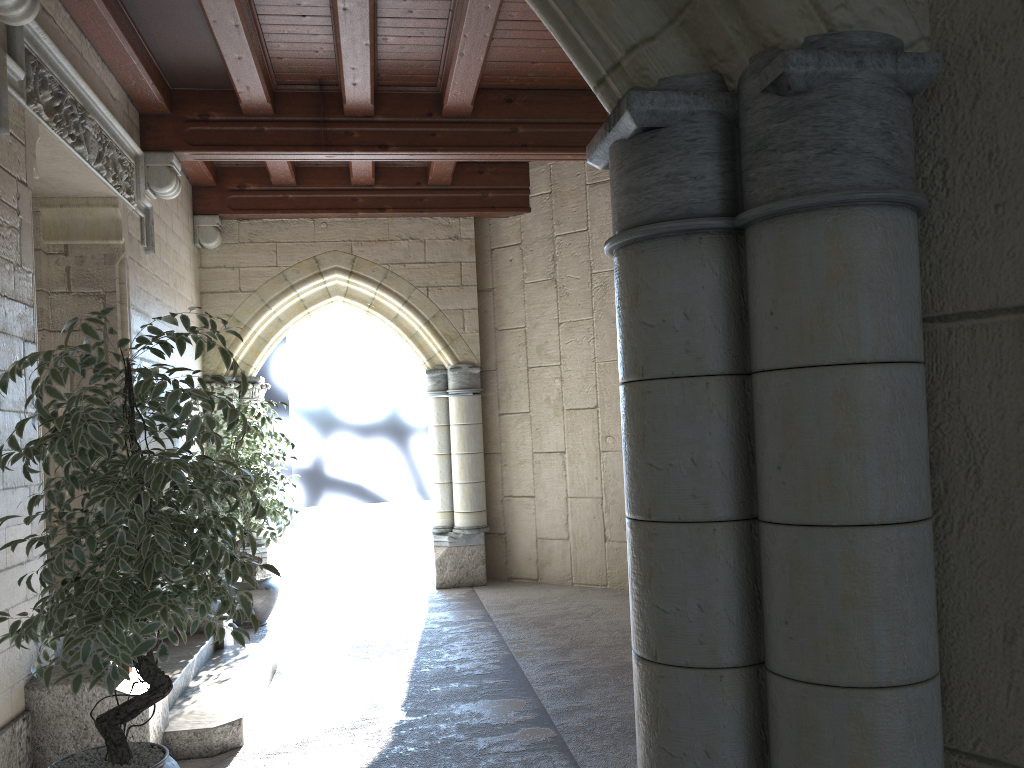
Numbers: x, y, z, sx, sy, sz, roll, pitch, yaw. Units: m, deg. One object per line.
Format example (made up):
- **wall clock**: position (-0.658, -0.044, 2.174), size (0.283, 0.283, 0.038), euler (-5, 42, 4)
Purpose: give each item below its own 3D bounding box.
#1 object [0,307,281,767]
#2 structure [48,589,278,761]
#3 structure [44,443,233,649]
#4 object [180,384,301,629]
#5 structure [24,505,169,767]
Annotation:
- **object**: position (-1.094, 0.595, 2.603), size (0.787, 1.617, 0.751), euler (-3, -1, 22)
- **structure**: position (-2.462, 1.139, 3.989), size (2.572, 0.809, 1.463), euler (-2, -2, -9)
- **structure**: position (-2.025, 0.933, 4.781), size (0.887, 1.261, 0.473), euler (-2, -1, -9)
- **object**: position (-1.799, 0.803, 5.883), size (0.786, 1.617, 0.752), euler (-2, -1, -13)
- **structure**: position (-1.812, 0.848, 3.388), size (0.887, 1.261, 0.477), euler (-2, -1, -9)
